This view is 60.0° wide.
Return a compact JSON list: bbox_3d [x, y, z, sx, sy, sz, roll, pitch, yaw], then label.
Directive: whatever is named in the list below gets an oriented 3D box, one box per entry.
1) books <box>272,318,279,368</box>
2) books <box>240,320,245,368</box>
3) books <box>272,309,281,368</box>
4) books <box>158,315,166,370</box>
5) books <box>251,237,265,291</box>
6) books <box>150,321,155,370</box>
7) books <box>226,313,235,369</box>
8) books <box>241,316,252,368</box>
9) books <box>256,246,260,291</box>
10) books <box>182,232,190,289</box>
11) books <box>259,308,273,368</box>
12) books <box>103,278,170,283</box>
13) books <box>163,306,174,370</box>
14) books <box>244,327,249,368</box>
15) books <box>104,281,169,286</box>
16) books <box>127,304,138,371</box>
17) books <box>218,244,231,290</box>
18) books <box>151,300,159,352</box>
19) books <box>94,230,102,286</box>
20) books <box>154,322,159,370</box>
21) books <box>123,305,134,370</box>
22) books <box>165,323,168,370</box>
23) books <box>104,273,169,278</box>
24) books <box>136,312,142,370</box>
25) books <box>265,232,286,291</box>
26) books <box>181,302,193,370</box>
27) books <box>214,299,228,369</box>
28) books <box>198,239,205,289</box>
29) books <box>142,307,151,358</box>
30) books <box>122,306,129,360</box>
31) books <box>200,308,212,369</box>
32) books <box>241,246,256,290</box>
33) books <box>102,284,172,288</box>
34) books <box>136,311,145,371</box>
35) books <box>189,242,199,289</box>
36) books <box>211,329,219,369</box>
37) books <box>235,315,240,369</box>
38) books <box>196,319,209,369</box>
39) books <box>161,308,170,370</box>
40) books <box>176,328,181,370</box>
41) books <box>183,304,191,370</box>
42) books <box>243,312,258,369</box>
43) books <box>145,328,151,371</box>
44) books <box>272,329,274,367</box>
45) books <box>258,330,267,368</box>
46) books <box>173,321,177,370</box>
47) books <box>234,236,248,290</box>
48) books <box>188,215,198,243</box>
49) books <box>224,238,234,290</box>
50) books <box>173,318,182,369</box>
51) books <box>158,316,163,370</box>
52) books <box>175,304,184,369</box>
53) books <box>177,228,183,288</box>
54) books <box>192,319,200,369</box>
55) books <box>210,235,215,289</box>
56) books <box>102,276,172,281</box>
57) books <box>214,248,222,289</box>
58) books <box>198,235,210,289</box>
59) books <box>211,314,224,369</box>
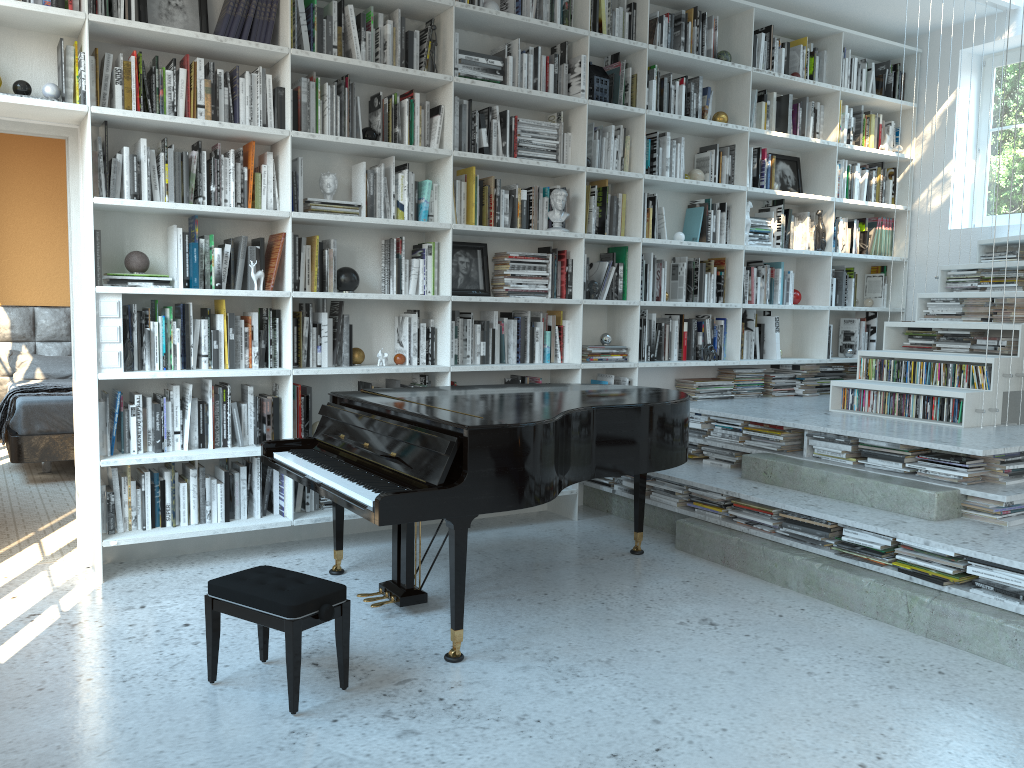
[{"bbox_3d":[-1.168,-0.203,4.322,0.010,0.240,0.174,-2,6,-31],"label":"books"},{"bbox_3d":[-1.315,-0.194,4.249,0.025,0.229,0.153,-2,6,-31],"label":"books"},{"bbox_3d":[-1.164,-0.225,4.348,0.024,0.280,0.135,-2,6,-31],"label":"books"},{"bbox_3d":[-1.602,-0.190,4.045,0.009,0.245,0.184,-2,6,-31],"label":"books"},{"bbox_3d":[-1.221,-0.572,4.263,0.021,0.251,0.154,-2,6,-31],"label":"books"},{"bbox_3d":[-1.653,-0.177,4.038,0.015,0.218,0.176,-2,6,-31],"label":"books"},{"bbox_3d":[-1.351,-0.206,4.203,0.028,0.261,0.181,-2,6,-31],"label":"books"},{"bbox_3d":[-1.278,-0.203,4.268,0.010,0.246,0.160,-2,6,-31],"label":"books"},{"bbox_3d":[-1.240,-0.550,4.250,0.027,0.210,0.143,-2,6,-31],"label":"books"},{"bbox_3d":[-1.518,-0.565,4.085,0.031,0.256,0.143,-2,6,-31],"label":"books"},{"bbox_3d":[-1.194,-0.224,4.296,0.014,0.286,0.179,-2,6,-31],"label":"books"},{"bbox_3d":[-1.690,-0.462,3.988,0.254,0.012,0.160,-2,6,-34],"label":"books"},{"bbox_3d":[-1.574,-0.212,4.060,0.007,0.286,0.182,-2,6,-31],"label":"books"},{"bbox_3d":[-1.296,-0.177,4.265,0.023,0.194,0.139,-2,6,-31],"label":"books"},{"bbox_3d":[-1.693,-0.450,3.993,0.254,0.012,0.160,-2,5,-30],"label":"books"},{"bbox_3d":[-1.712,-0.213,3.999,0.014,0.294,0.171,-2,6,-31],"label":"books"},{"bbox_3d":[-1.370,-0.550,4.184,0.056,0.214,0.142,-2,6,-31],"label":"books"},{"bbox_3d":[-1.628,-0.226,4.044,0.006,0.315,0.145,-2,6,-31],"label":"books"},{"bbox_3d":[-1.827,-0.548,3.891,0.028,0.243,0.156,-2,6,-31],"label":"books"},{"bbox_3d":[-1.633,-0.176,4.036,0.015,0.217,0.180,-2,6,-31],"label":"books"},{"bbox_3d":[-1.729,-0.211,3.997,0.016,0.290,0.152,-2,6,-31],"label":"books"},{"bbox_3d":[-1.608,-0.176,4.080,0.016,0.211,0.145,-2,6,-31],"label":"books"},{"bbox_3d":[-1.692,-0.487,3.989,0.254,0.012,0.160,-2,5,-30],"label":"books"},{"bbox_3d":[-1.701,-0.196,4.017,0.022,0.257,0.141,-2,6,-31],"label":"books"},{"bbox_3d":[-1.156,-0.583,4.255,0.082,0.276,0.228,-2,6,-31],"label":"books"},{"bbox_3d":[-1.508,-0.225,4.115,0.012,0.306,0.189,-2,6,-31],"label":"books"},{"bbox_3d":[-1.375,-0.237,4.194,0.021,0.323,0.171,-2,6,-31],"label":"books"},{"bbox_3d":[-1.463,-0.556,4.132,0.030,0.232,0.147,-2,6,-31],"label":"books"},{"bbox_3d":[-1.658,-0.207,4.024,0.008,0.280,0.164,-2,6,-31],"label":"books"},{"bbox_3d":[-1.740,-0.208,3.992,0.008,0.285,0.159,-2,6,-31],"label":"books"},{"bbox_3d":[-1.436,-0.215,4.160,0.014,0.282,0.150,-2,6,-31],"label":"books"},{"bbox_3d":[-1.259,-0.548,4.227,0.030,0.208,0.172,-2,6,-31],"label":"books"},{"bbox_3d":[-1.690,-0.438,3.990,0.285,0.012,0.159,-2,5,-28],"label":"books"},{"bbox_3d":[-1.678,-0.198,4.008,0.007,0.264,0.176,-2,6,-31],"label":"books"},{"bbox_3d":[-1.477,-0.540,4.078,0.029,0.208,0.189,-2,6,-31],"label":"books"},{"bbox_3d":[-1.414,-0.165,4.168,0.029,0.182,0.190,-2,6,-31],"label":"books"},{"bbox_3d":[-1.329,-0.202,4.222,0.028,0.249,0.158,-2,6,-31],"label":"books"},{"bbox_3d":[-1.455,-0.189,4.153,0.027,0.230,0.158,-2,6,-31],"label":"books"},{"bbox_3d":[-1.593,-0.209,4.076,0.009,0.278,0.157,-2,6,-31],"label":"books"},{"bbox_3d":[-1.552,-0.164,4.080,0.016,0.189,0.183,-2,6,-31],"label":"books"},{"bbox_3d":[-1.515,-0.220,4.097,0.019,0.300,0.179,-2,6,-31],"label":"books"},{"bbox_3d":[-1.256,-0.212,4.261,0.021,0.266,0.185,-2,6,-31],"label":"books"},{"bbox_3d":[-1.659,-0.160,4.004,0.019,0.189,0.193,-2,6,-31],"label":"books"},{"bbox_3d":[-1.196,-0.178,4.338,0.023,0.187,0.130,-2,6,-31],"label":"books"},{"bbox_3d":[-1.229,-0.173,4.303,0.041,0.181,0.141,-2,6,-31],"label":"books"},{"bbox_3d":[-1.568,-0.179,4.074,0.015,0.219,0.190,-2,6,-31],"label":"books"},{"bbox_3d":[-1.301,-0.571,4.207,0.060,0.255,0.158,-2,6,-31],"label":"books"},{"bbox_3d":[-1.476,-0.607,4.111,0.011,0.336,0.153,-2,6,-31],"label":"books"},{"bbox_3d":[-1.340,-0.564,4.201,0.013,0.242,0.141,-2,6,-31],"label":"books"},{"bbox_3d":[-1.556,-0.188,4.116,0.016,0.231,0.136,-2,6,-31],"label":"books"},{"bbox_3d":[-1.619,-0.190,4.051,0.014,0.243,0.170,-2,6,-31],"label":"books"},{"bbox_3d":[-1.546,-0.222,4.120,0.009,0.299,0.141,-2,6,-31],"label":"books"},{"bbox_3d":[-1.537,-0.572,4.064,0.024,0.273,0.150,-2,6,-31],"label":"books"},{"bbox_3d":[-1.494,-0.189,4.149,0.045,0.230,0.138,-2,6,-31],"label":"books"},{"bbox_3d":[-1.413,-0.564,4.132,0.011,0.251,0.172,-2,6,-31],"label":"books"},{"bbox_3d":[-1.689,-0.474,3.985,0.285,0.012,0.159,-1,5,-27],"label":"books"},{"bbox_3d":[-1.390,-0.534,4.135,0.029,0.190,0.188,-2,6,-31],"label":"books"},{"bbox_3d":[-1.437,-0.565,4.139,0.022,0.249,0.129,-2,6,-31],"label":"books"},{"bbox_3d":[-1.395,-0.203,4.188,0.026,0.254,0.176,-2,6,-31],"label":"books"}]
